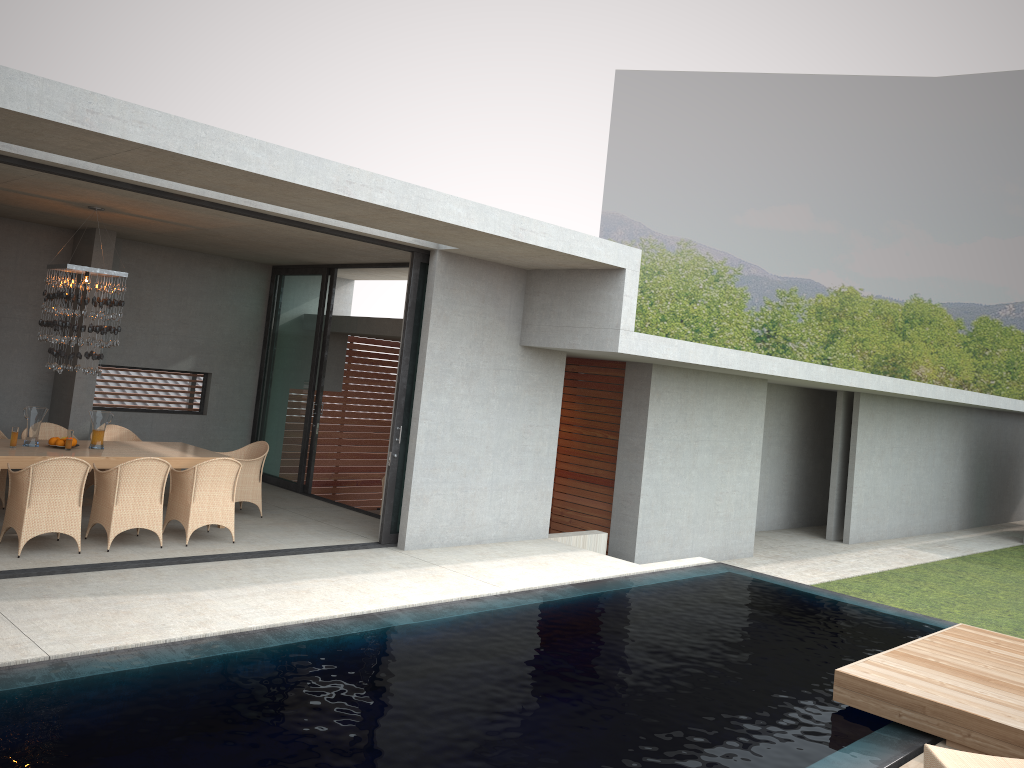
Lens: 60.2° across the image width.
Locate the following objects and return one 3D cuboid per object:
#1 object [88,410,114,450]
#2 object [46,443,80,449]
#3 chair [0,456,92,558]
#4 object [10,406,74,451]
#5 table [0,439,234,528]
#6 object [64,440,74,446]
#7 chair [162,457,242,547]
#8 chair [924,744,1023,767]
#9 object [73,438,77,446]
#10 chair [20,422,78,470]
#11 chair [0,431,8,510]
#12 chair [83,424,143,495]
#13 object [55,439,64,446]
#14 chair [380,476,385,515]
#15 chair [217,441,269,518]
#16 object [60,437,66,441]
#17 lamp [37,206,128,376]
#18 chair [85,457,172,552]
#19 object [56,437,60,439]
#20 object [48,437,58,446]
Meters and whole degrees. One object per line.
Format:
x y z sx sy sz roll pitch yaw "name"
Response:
-4.279 0.476 9.152 0.193 0.389 0.191 4 -3 27 "object"
-4.546 0.628 8.939 0.310 0.034 0.308 6 1 13 "object"
-4.124 1.032 7.837 0.631 0.868 0.613 4 -3 45 "chair"
-4.677 0.438 8.815 0.538 0.388 0.325 6 -2 -29 "object"
-4.645 1.017 8.857 1.283 0.761 3.238 5 0 45 "table"
-4.464 0.598 8.904 0.087 0.087 0.086 5 -2 35 "object"
-3.091 1.127 8.879 0.631 0.868 0.613 4 -3 45 "chair"
2.462 1.822 3.517 0.700 0.831 2.286 6 0 4 "chair"
-4.480 0.593 8.995 0.094 0.095 0.094 5 -2 34 "object"
-5.174 0.897 9.889 0.631 0.868 0.613 4 -3 45 "chair"
-5.691 0.849 9.368 0.631 0.868 0.613 4 -3 45 "chair"
-4.658 0.944 10.410 0.631 0.868 0.613 4 -3 45 "chair"
-4.530 0.596 8.852 0.081 0.081 0.080 6 -2 -16 "object"
-1.791 1.792 14.028 0.617 0.868 0.627 6 -2 0 "chair"
-3.230 1.095 10.349 0.619 0.868 0.626 4 -3 45 "chair"
-4.516 0.552 8.903 0.071 0.048 0.071 6 -1 5 "object"
-4.437 -0.967 9.178 0.619 1.765 0.615 2 -5 45 "lamp"
-3.608 1.080 8.358 0.631 0.868 0.613 4 -3 45 "chair"
-4.624 0.583 8.977 0.087 0.087 0.086 6 -2 5 "object"
-4.610 0.582 8.887 0.094 0.095 0.094 5 -2 35 "object"
